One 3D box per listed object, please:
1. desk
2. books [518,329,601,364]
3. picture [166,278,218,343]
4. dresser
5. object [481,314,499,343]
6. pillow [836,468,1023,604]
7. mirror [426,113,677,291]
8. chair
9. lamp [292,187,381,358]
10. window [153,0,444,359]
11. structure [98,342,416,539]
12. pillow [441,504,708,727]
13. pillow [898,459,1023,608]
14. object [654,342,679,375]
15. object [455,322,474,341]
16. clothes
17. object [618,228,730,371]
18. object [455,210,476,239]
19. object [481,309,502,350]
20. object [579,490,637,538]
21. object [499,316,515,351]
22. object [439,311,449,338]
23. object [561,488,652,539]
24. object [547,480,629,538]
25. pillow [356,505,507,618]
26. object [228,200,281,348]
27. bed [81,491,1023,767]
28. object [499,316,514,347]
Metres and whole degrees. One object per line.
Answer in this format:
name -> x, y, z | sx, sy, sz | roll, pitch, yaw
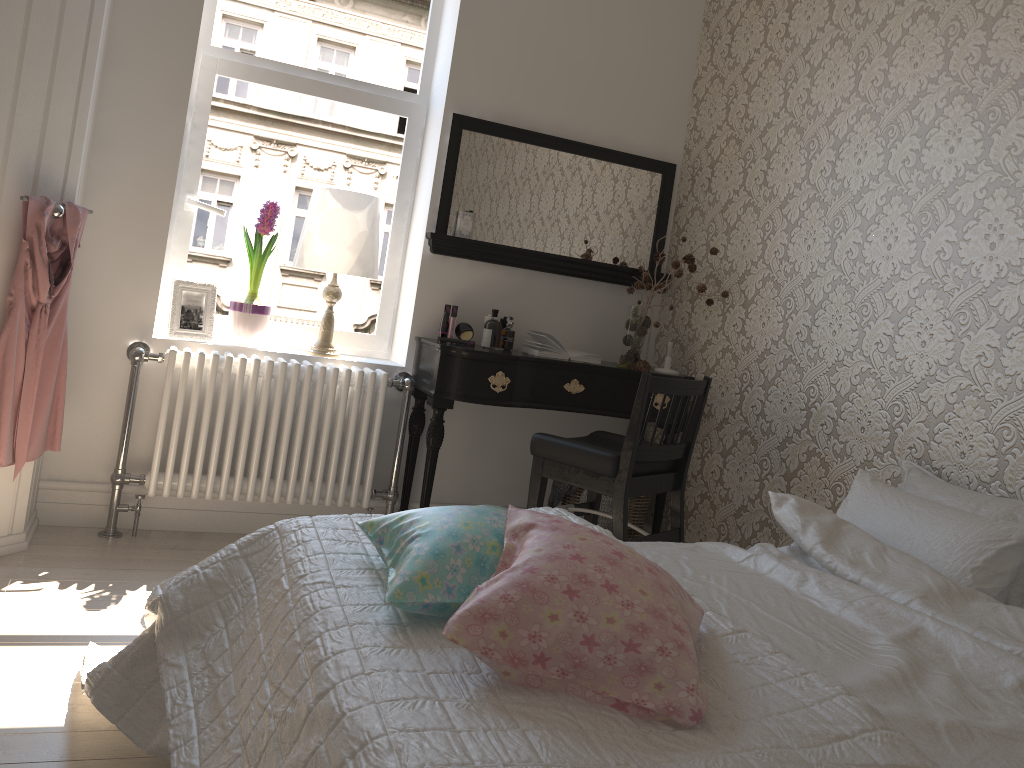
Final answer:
desk -> 0.135, 0.303, 3.548 | 1.099, 0.824, 0.438 | 7, 1, -22
books -> 0.198, -0.155, 3.605 | 0.277, 0.095, 0.228 | 7, 5, -20
picture -> -1.193, -0.273, 3.299 | 0.175, 0.226, 0.050 | 7, 1, -42
dresser -> -1.784, -0.791, 2.603 | 1.019, 2.585, 0.705 | 8, 0, -22
object -> -0.091, -0.215, 3.583 | 0.058, 0.134, 0.057 | 9, 0, 29
pillow -> 0.984, 0.415, 2.160 | 0.203, 0.303, 0.565 | 8, 4, -22
mirror -> 0.211, -0.750, 3.726 | 1.112, 0.573, 0.066 | 7, 0, -22
chair -> 0.352, 0.364, 3.030 | 0.461, 0.862, 0.453 | 9, 1, 38
lamp -> -0.704, -0.435, 3.511 | 0.338, 0.653, 0.342 | 8, 1, -10
window -> -0.823, -1.034, 3.607 | 0.944, 1.784, 0.111 | 8, 0, -22
structure -> -0.906, 0.245, 3.281 | 1.062, 0.683, 0.167 | 7, 0, -22
pillow -> 0.115, 0.333, 1.314 | 0.354, 0.202, 0.394 | 9, 4, 11
pillow -> 1.207, 0.432, 1.943 | 0.309, 0.354, 1.263 | 8, 5, -22
object -> 0.647, -0.108, 3.650 | 0.105, 0.131, 0.104 | 9, 2, 13
object -> -0.199, -0.202, 3.497 | 0.080, 0.086, 0.082 | 9, 2, 18
clothes -> -1.471, -0.141, 2.731 | 0.092, 0.877, 0.329 | 8, 0, 7
object -> 0.627, -0.324, 3.573 | 0.546, 0.600, 0.315 | 10, 1, 39
object -> -0.188, -0.649, 3.577 | 0.072, 0.121, 0.037 | 8, 0, -17
object -> -0.076, -0.217, 3.488 | 0.070, 0.158, 0.071 | 8, 0, -28
object -> 0.366, 0.542, 3.618 | 0.291, 0.356, 0.348 | 9, 2, 17
object -> -0.015, -0.202, 3.538 | 0.054, 0.139, 0.054 | 9, 0, 17
object -> -0.266, -0.228, 3.487 | 0.031, 0.120, 0.054 | 8, 0, 16
object -> 0.379, 0.528, 3.661 | 0.394, 0.432, 0.393 | 9, 2, 10
object -> 0.313, 0.515, 3.636 | 0.365, 0.332, 0.305 | 8, 2, -21
pillow -> -0.070, 0.307, 1.537 | 0.360, 0.169, 0.384 | 7, 4, -17
object -> -0.992, -0.433, 3.419 | 0.155, 0.578, 0.158 | 9, 0, -37
bed -> 0.365, 0.605, 1.629 | 2.200, 0.631, 1.968 | 7, 5, -22
object -> -0.028, -0.210, 3.636 | 0.058, 0.134, 0.057 | 9, 0, 29
